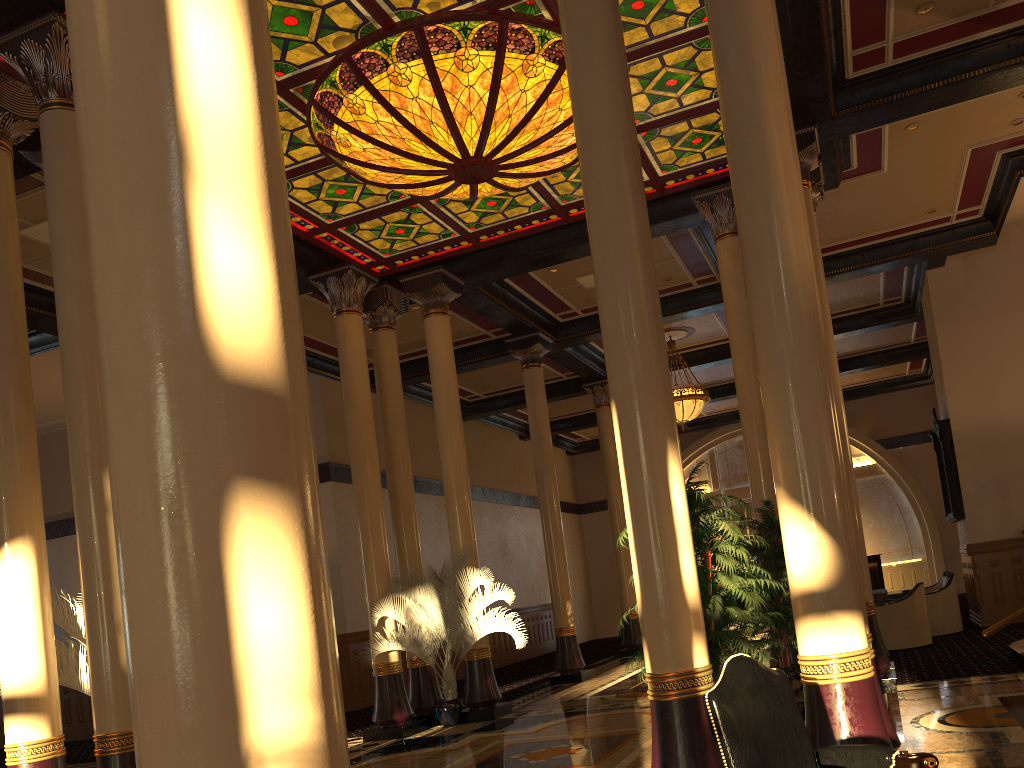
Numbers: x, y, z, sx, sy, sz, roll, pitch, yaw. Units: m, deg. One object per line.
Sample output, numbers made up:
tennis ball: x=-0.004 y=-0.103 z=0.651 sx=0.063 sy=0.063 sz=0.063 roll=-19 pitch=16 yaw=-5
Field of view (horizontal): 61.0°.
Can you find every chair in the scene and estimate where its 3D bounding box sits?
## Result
chair: x=5.605 y=3.361 z=12.563 sx=0.757 sy=0.901 sz=0.991 roll=-15 pitch=-12 yaw=39
chair: x=1.125 y=1.439 z=2.931 sx=0.729 sy=1.085 sz=0.766 roll=-13 pitch=-9 yaw=34

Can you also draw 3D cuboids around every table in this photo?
table: x=5.591 y=3.821 z=14.156 sx=1.089 sy=0.761 sz=1.696 roll=-12 pitch=-13 yaw=20

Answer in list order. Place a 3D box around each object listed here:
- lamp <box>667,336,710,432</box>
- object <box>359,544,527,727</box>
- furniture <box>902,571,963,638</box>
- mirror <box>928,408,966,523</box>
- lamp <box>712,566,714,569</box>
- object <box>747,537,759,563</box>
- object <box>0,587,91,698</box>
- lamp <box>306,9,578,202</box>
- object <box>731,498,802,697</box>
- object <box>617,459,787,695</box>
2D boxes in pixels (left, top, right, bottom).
lamp: x=3.210 y=0.001 z=16.924 sx=1.174 sy=1.882 sz=1.225 roll=-10 pitch=-7 yaw=14
object: x=-0.642 y=3.137 z=10.897 sx=1.793 sy=2.243 sz=2.146 roll=-11 pitch=-9 yaw=23
furniture: x=6.883 y=3.611 z=14.315 sx=0.795 sy=0.929 sz=2.249 roll=-11 pitch=-13 yaw=20
mirror: x=7.435 y=1.385 z=14.953 sx=0.252 sy=1.960 sz=1.839 roll=-9 pitch=-9 yaw=21
lamp: x=5.403 y=5.144 z=23.983 sx=0.433 sy=0.437 sz=0.422 roll=-4 pitch=-10 yaw=-25
object: x=5.176 y=-0.589 z=9.145 sx=0.668 sy=4.210 sz=30.698 roll=-8 pitch=-14 yaw=3
object: x=-2.632 y=2.440 z=7.037 sx=2.036 sy=2.229 sz=1.862 roll=-9 pitch=-8 yaw=8
lamp: x=-0.403 y=-2.322 z=8.382 sx=2.951 sy=0.592 sz=3.112 roll=-13 pitch=-15 yaw=17
object: x=2.843 y=2.310 z=9.364 sx=1.027 sy=2.124 sz=1.105 roll=-9 pitch=-6 yaw=9
object: x=1.230 y=1.534 z=5.451 sx=1.100 sy=2.124 sz=1.031 roll=-6 pitch=-6 yaw=-21
